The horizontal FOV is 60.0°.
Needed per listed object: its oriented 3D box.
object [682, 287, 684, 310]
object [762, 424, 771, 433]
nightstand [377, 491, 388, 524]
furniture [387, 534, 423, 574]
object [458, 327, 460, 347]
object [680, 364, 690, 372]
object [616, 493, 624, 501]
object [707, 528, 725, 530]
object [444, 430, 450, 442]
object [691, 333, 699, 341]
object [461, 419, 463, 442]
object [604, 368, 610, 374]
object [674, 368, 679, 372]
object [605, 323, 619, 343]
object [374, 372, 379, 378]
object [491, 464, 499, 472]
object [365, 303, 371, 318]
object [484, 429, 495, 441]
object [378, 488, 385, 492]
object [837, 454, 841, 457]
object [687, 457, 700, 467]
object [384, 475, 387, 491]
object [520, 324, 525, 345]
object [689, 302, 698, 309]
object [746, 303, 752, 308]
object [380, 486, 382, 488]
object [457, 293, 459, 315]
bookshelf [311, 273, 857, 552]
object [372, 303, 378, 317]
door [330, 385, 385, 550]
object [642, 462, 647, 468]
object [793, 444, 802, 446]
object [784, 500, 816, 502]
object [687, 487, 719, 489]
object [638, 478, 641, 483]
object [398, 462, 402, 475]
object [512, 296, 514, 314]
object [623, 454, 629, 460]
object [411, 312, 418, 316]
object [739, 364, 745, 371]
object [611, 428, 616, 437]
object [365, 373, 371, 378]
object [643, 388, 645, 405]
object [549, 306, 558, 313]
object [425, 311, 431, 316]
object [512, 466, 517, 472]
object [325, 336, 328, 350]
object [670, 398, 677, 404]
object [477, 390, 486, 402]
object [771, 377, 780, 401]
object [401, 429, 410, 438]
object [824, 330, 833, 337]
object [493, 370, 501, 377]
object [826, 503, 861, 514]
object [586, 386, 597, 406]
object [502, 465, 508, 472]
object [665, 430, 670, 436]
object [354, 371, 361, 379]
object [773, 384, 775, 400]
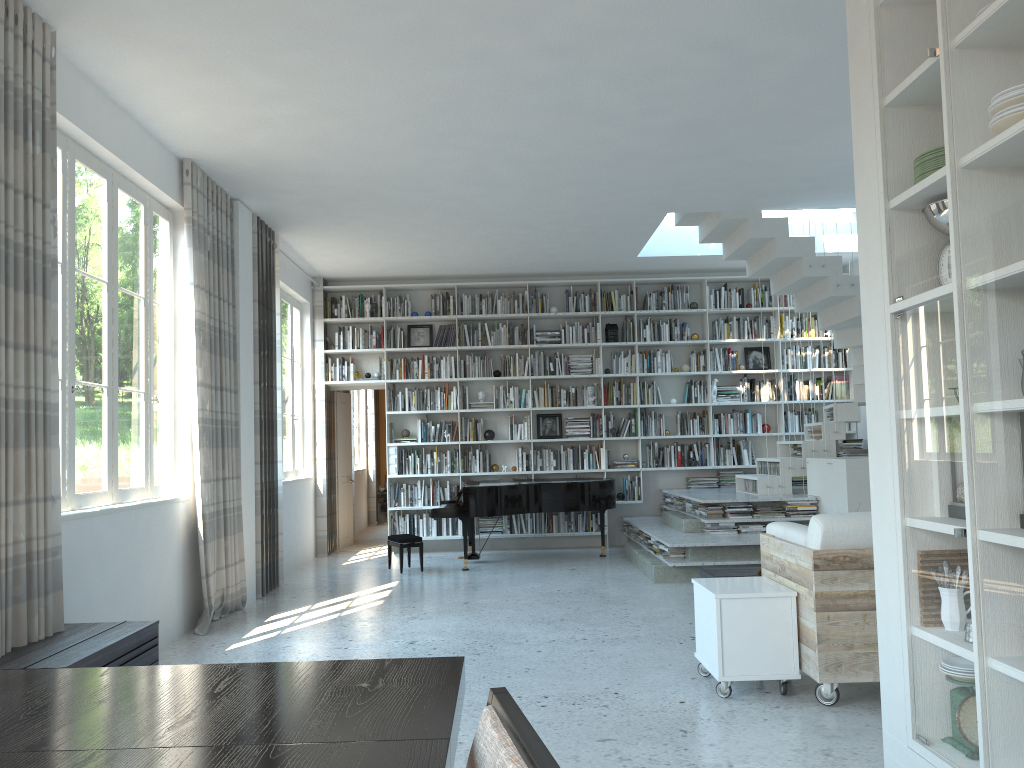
[{"bbox_3d":[2.033,-1.004,10.591,0.006,0.297,0.129,-2,-3,-1],"label":"object"},{"bbox_3d":[2.996,0.526,10.477,0.115,0.116,0.115,0,-4,-23],"label":"object"},{"bbox_3d":[-2.254,2.032,14.594,0.650,0.518,0.431,-2,-4,2],"label":"nightstand"},{"bbox_3d":[-1.056,1.666,8.763,0.240,0.353,0.467,0,-4,-26],"label":"furniture"},{"bbox_3d":[-0.630,-0.545,10.535,0.012,0.254,0.161,-2,-4,-1],"label":"object"},{"bbox_3d":[2.057,-0.180,10.532,0.111,0.113,0.111,0,-4,-23],"label":"object"},{"bbox_3d":[1.263,1.313,10.325,0.094,0.094,0.093,2,-5,-42],"label":"object"},{"bbox_3d":[1.935,1.349,8.270,0.204,0.004,0.140,-2,-4,2],"label":"object"},{"bbox_3d":[-0.754,0.604,10.301,0.081,0.140,0.044,0,-4,-17],"label":"object"},{"bbox_3d":[2.161,-0.550,10.473,0.100,0.101,0.100,0,-4,-23],"label":"object"},{"bbox_3d":[-0.589,0.546,10.482,0.012,0.270,0.130,-2,-4,-1],"label":"object"},{"bbox_3d":[1.121,-0.148,10.424,0.071,0.072,0.071,2,-5,-42],"label":"object"},{"bbox_3d":[1.943,-0.157,10.505,0.068,0.068,0.068,0,-4,-23],"label":"object"},{"bbox_3d":[1.179,-0.596,10.480,0.135,0.248,0.135,-1,-4,-11],"label":"object"},{"bbox_3d":[-1.593,-0.103,10.458,0.071,0.072,0.071,0,-4,-23],"label":"object"},{"bbox_3d":[-0.200,0.988,10.434,0.091,0.092,0.091,0,-4,-23],"label":"object"},{"bbox_3d":[-1.687,-0.854,10.393,0.067,0.198,0.067,-5,-5,42],"label":"object"},{"bbox_3d":[-0.266,0.603,10.446,0.134,0.135,0.133,2,-5,-42],"label":"object"},{"bbox_3d":[-2.144,1.734,14.536,0.118,0.061,0.118,-2,-4,7],"label":"object"},{"bbox_3d":[3.889,0.857,10.501,0.071,0.072,0.071,2,-5,-42],"label":"object"},{"bbox_3d":[2.106,0.907,10.304,0.160,0.114,0.064,-1,-4,-13],"label":"object"},{"bbox_3d":[-2.072,1.636,14.641,0.091,0.268,0.091,2,-5,-45],"label":"object"},{"bbox_3d":[0.129,-0.576,10.400,0.075,0.254,0.075,0,-4,-22],"label":"object"},{"bbox_3d":[2.151,-0.918,10.489,0.104,0.105,0.104,2,-5,-42],"label":"object"},{"bbox_3d":[2.806,-0.919,10.495,0.071,0.072,0.071,2,-5,-42],"label":"object"},{"bbox_3d":[-2.209,1.723,14.651,0.106,0.103,0.106,-2,-4,7],"label":"object"},{"bbox_3d":[-0.641,-0.927,10.558,0.012,0.285,0.159,-2,-4,-1],"label":"object"},{"bbox_3d":[0.850,0.361,10.431,6.297,3.140,0.330,-2,-3,-1],"label":"bookshelf"},{"bbox_3d":[-1.606,-0.856,10.394,0.067,0.198,0.067,-5,-5,42],"label":"object"},{"bbox_3d":[-1.870,1.038,10.975,0.834,1.979,0.787,-2,-3,-1],"label":"door"},{"bbox_3d":[1.558,0.951,10.443,0.071,0.072,0.071,2,-5,-42],"label":"object"},{"bbox_3d":[3.115,0.647,9.498,0.161,0.025,0.174,-2,-4,3],"label":"object"},{"bbox_3d":[2.709,1.093,8.401,0.284,0.030,0.177,-2,-4,-1],"label":"object"},{"bbox_3d":[2.241,1.225,10.451,0.345,0.007,0.193,-1,-4,-6],"label":"object"},{"bbox_3d":[1.498,1.227,10.366,0.011,0.260,0.142,-2,-4,-1],"label":"object"},{"bbox_3d":[-1.301,0.983,10.292,0.045,0.146,0.045,-4,-4,38],"label":"object"},{"bbox_3d":[0.014,-0.925,10.563,0.010,0.246,0.157,-2,-4,-1],"label":"object"},{"bbox_3d":[1.332,0.850,10.367,0.071,0.072,0.071,2,-5,-42],"label":"object"},{"bbox_3d":[-1.150,-0.815,10.508,0.082,0.083,0.082,0,-4,-23],"label":"object"},{"bbox_3d":[2.715,-0.190,10.512,0.091,0.092,0.091,2,-5,-42],"label":"object"},{"bbox_3d":[1.181,0.566,10.322,0.054,0.113,0.079,-1,-4,-2],"label":"object"},{"bbox_3d":[-1.700,-0.098,10.476,0.071,0.072,0.071,0,-4,-23],"label":"object"},{"bbox_3d":[1.556,0.153,10.513,0.013,0.208,0.140,-2,-4,-1],"label":"object"},{"bbox_3d":[0.494,-0.870,10.519,0.105,0.106,0.105,0,-4,-23],"label":"object"},{"bbox_3d":[-0.993,-0.820,10.510,0.082,0.083,0.082,0,-4,-23],"label":"object"},{"bbox_3d":[0.026,0.994,10.394,0.061,0.062,0.061,2,-5,-42],"label":"object"},{"bbox_3d":[-2.207,-0.526,10.499,0.035,0.295,0.176,-2,-4,-1],"label":"object"},{"bbox_3d":[1.905,0.207,10.461,0.071,0.072,0.071,2,-5,-42],"label":"object"},{"bbox_3d":[-0.362,0.144,10.493,0.095,0.157,0.121,-2,-4,13],"label":"object"},{"bbox_3d":[3.096,0.064,10.389,0.087,0.288,0.075,-4,-4,34],"label":"object"},{"bbox_3d":[-1.251,0.584,10.436,0.105,0.106,0.105,0,-4,-23],"label":"object"},{"bbox_3d":[3.782,-0.614,10.451,0.203,0.137,0.095,-3,-4,15],"label":"object"},{"bbox_3d":[-0.175,-0.117,10.471,0.097,0.098,0.097,2,-5,-42],"label":"object"},{"bbox_3d":[2.281,1.105,6.232,0.309,0.521,0.436,-4,-4,29],"label":"object"},{"bbox_3d":[0.924,0.143,10.369,0.137,0.243,0.138,1,-4,-35],"label":"object"},{"bbox_3d":[-0.079,0.980,10.370,0.060,0.095,0.078,-3,-4,16],"label":"object"},{"bbox_3d":[1.828,0.579,10.473,0.071,0.072,0.071,2,-5,-42],"label":"object"},{"bbox_3d":[-1.815,-0.106,10.427,0.087,0.087,0.087,2,-5,-42],"label":"object"},{"bbox_3d":[3.097,0.110,10.525,0.022,0.211,0.179,-2,-4,-1],"label":"object"}]
